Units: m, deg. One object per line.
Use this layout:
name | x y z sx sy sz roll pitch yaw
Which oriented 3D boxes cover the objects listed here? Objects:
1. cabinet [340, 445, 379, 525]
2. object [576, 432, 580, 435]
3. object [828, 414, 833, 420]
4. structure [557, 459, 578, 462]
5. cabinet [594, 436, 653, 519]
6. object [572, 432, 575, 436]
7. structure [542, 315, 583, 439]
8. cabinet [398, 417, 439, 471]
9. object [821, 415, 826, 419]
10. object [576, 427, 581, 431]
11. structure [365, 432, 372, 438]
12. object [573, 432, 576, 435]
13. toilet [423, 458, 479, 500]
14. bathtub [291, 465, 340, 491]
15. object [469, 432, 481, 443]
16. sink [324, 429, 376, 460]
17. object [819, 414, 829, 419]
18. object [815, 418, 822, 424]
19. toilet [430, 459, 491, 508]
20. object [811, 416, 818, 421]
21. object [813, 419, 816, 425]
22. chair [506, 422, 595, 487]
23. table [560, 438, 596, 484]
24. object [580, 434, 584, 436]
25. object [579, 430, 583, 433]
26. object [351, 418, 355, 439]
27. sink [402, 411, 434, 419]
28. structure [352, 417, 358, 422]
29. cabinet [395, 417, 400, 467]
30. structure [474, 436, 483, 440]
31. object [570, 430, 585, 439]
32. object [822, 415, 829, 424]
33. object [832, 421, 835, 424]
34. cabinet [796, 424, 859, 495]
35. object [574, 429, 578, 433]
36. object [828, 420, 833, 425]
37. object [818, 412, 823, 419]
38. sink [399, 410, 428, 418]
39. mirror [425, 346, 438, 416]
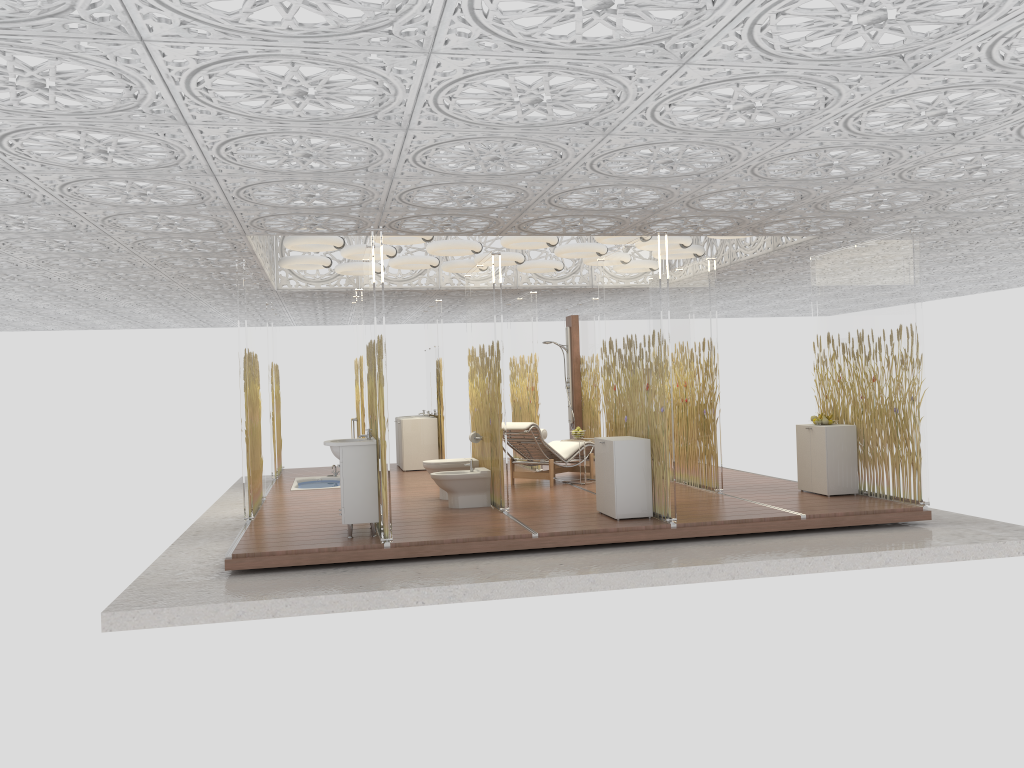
cabinet | -1.364 0.860 7.885 0.316 0.678 0.580 -2 0 -12
object | 0.837 0.628 11.216 0.047 0.045 0.047 -2 0 -7
object | 3.401 0.363 9.586 0.051 0.079 0.186 -2 0 -33
structure | 0.577 1.288 14.868 0.879 0.039 1.053 -2 0 -12
cabinet | 1.048 0.871 8.400 0.358 0.712 0.595 -2 0 -12
object | 0.787 0.631 11.274 0.058 0.058 0.058 -2 0 -45
structure | 0.878 0.056 14.865 0.624 2.402 0.433 -2 0 -25
cabinet | -1.473 0.928 13.928 0.549 0.782 0.643 -2 0 -12
object | 3.350 0.365 9.554 0.032 0.085 0.186 -2 0 0
object | 0.843 0.569 11.271 0.055 0.056 0.055 -2 0 -12
structure | -1.401 0.545 8.452 0.115 0.183 0.405 -2 0 -14
object | 0.796 0.632 11.233 0.040 0.040 0.039 -2 0 -20
toilet | -0.707 1.090 10.134 0.611 0.437 0.401 -2 0 -12
bathtub | -2.686 1.482 12.356 0.700 0.582 1.700 -2 0 -12
object | -0.411 0.596 9.825 0.115 0.115 0.131 -2 0 -12
sink | -1.440 0.536 7.870 0.454 0.263 0.603 -2 0 -12
object | 3.371 0.356 9.544 0.045 0.064 0.202 -2 0 -8
object | 3.274 0.400 9.482 0.066 0.065 0.091 -2 0 3
toilet | -0.555 1.056 9.393 0.611 0.506 0.401 -2 0 -12
object | 3.273 0.378 9.601 0.077 0.067 0.078 -2 0 -10
object | 3.266 0.404 9.540 0.056 0.066 0.053 -2 0 -10
chair | 0.517 0.860 11.456 0.635 0.811 1.787 -2 0 38
table | 0.917 0.971 11.273 0.420 0.535 0.420 -2 0 -42
object | 0.887 0.645 11.255 0.045 0.042 0.045 -2 0 -17
object | 0.871 0.604 11.244 0.055 0.054 0.050 -2 0 -42
object | -2.299 0.825 12.842 0.042 0.656 0.283 -2 0 -12
sink | -1.469 0.559 13.934 0.499 0.266 0.573 -2 0 -9
structure | -2.284 0.516 12.850 0.078 0.047 0.442 -2 0 -12
cabinet | -1.618 0.934 14.632 0.549 0.782 0.643 -2 0 -12
structure | -0.380 0.595 9.812 0.080 0.047 0.215 -2 0 -12
object | 0.838 0.649 11.275 0.206 0.105 0.206 -2 0 33
object | 3.336 0.382 9.443 0.064 0.097 0.064 -2 0 -21
object | 3.407 0.389 9.591 0.035 0.092 0.194 -2 0 -42
cabinet | 3.369 0.794 9.506 0.358 0.712 0.595 -2 0 -12
object | 0.810 0.595 11.220 0.047 0.045 0.047 -2 0 -11
object | 3.391 0.408 9.467 0.066 0.055 0.055 -2 0 36
object | 3.315 0.344 9.550 0.035 0.084 0.200 -2 0 10
sink | -1.614 0.565 14.637 0.499 0.266 0.573 -2 0 -14
mirror | -1.308 -0.048 14.335 0.009 1.081 1.422 -2 0 -12
